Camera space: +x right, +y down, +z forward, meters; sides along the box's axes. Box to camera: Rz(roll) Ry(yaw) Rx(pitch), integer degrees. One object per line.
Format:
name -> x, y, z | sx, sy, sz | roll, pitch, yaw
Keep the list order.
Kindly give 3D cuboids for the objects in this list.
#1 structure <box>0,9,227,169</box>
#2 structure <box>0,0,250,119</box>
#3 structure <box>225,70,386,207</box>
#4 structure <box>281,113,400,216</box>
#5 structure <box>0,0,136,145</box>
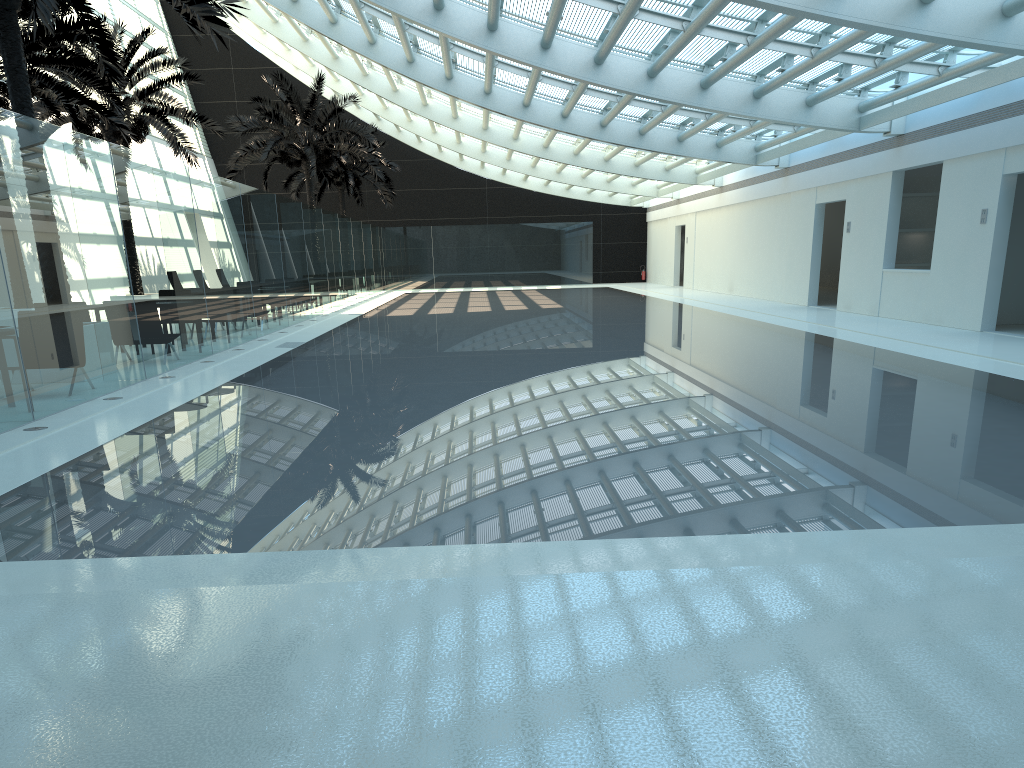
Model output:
structure -> -9.591, -5.025, 21.028 | 4.245, 7.192, 4.474 | 8, 17, 31
structure -> -5.770, -3.568, 9.906 | 4.810, 7.323, 4.258 | 3, 16, 16
structure -> -6.529, -6.228, 28.200 | 4.815, 7.323, 4.253 | -4, 15, -8
structure -> -6.824, -7.360, 35.983 | 4.417, 7.322, 4.640 | -8, 16, -23
structure -> -9.148, -4.168, 15.309 | 4.601, 7.129, 4.127 | -8, 16, -22
